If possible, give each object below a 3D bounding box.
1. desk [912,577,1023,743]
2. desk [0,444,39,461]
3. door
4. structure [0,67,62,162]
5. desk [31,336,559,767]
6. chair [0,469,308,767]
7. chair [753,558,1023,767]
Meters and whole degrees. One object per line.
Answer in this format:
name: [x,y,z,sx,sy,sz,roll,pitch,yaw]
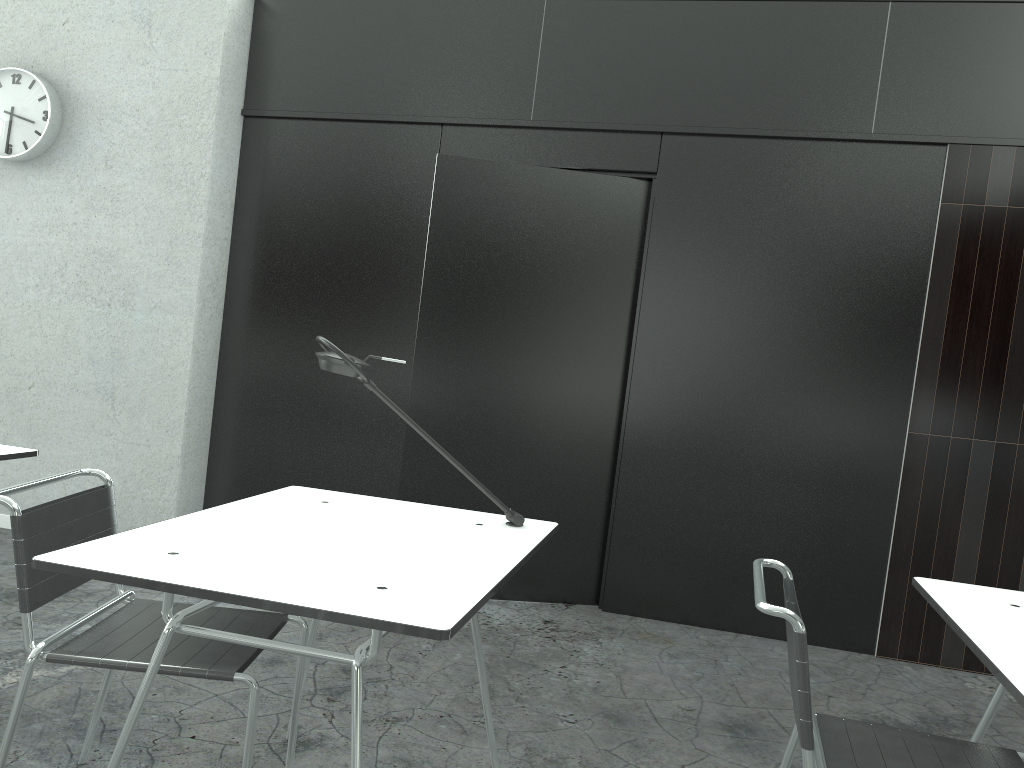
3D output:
desk: [1.090,0.566,1.397,0.700,1.321,0.900,7,3,13]
desk: [-1.741,0.228,2.082,0.700,1.321,0.900,7,3,14]
door: [0.014,-0.005,3.693,0.940,2.020,0.365,7,3,13]
structure: [-2.240,-1.345,3.990,0.446,0.446,0.077,7,3,13]
desk: [-0.340,0.479,1.764,0.700,1.153,0.900,7,3,13]
chair: [-0.742,0.626,1.827,0.555,0.765,0.428,6,3,1]
chair: [0.655,0.791,1.517,0.555,0.765,0.428,7,3,14]
